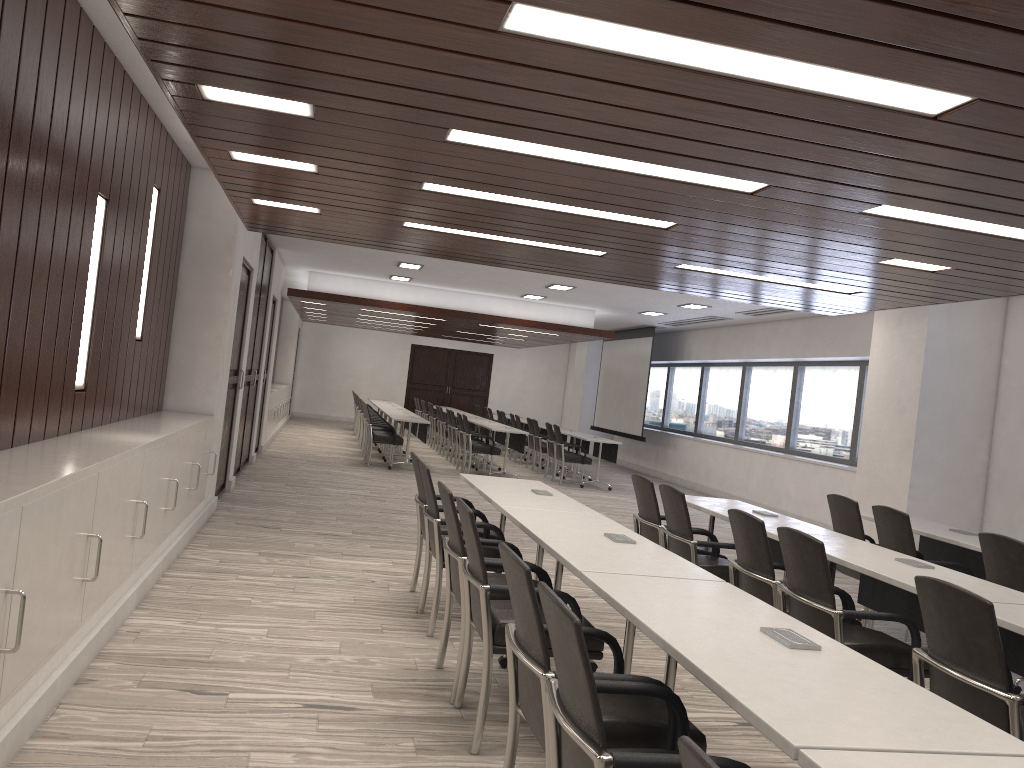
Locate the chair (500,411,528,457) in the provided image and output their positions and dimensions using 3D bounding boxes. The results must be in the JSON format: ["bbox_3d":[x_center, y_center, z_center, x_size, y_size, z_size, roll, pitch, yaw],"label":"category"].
[{"bbox_3d":[0.036,1.066,18.642,0.638,0.939,0.513,7,0,-12],"label":"chair"}]

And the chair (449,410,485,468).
[{"bbox_3d":[-0.812,0.945,15.367,0.638,0.939,0.513,7,0,-12],"label":"chair"}]

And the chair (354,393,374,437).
[{"bbox_3d":[-3.210,0.692,19.531,0.638,0.939,0.513,7,0,-12],"label":"chair"}]

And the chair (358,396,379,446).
[{"bbox_3d":[-2.700,0.735,17.052,0.638,0.939,0.513,7,0,-11],"label":"chair"}]

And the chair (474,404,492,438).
[{"bbox_3d":[-0.680,1.005,22.137,0.638,0.939,0.513,7,0,-11],"label":"chair"}]

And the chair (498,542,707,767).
[{"bbox_3d":[0.232,0.985,2.698,0.638,0.939,0.513,7,0,-12],"label":"chair"}]

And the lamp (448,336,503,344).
[{"bbox_3d":[-0.911,-1.071,20.914,1.496,0.045,0.236,7,0,-12],"label":"lamp"}]

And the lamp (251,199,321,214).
[{"bbox_3d":[-1.542,-1.242,6.067,0.464,0.045,0.236,7,0,-12],"label":"lamp"}]

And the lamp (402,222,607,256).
[{"bbox_3d":[-0.037,-1.064,6.376,1.496,0.045,0.236,7,0,-12],"label":"lamp"}]

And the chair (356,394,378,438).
[{"bbox_3d":[-3.000,0.710,18.555,0.638,0.939,0.513,7,0,-12],"label":"chair"}]

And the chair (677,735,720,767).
[{"bbox_3d":[0.522,1.009,1.208,0.638,0.939,0.513,7,0,-12],"label":"chair"}]

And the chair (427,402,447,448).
[{"bbox_3d":[-1.527,0.885,18.864,0.638,0.939,0.513,7,0,-12],"label":"chair"}]

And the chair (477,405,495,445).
[{"bbox_3d":[-0.584,1.013,21.625,0.638,0.939,0.513,7,0,-11],"label":"chair"}]

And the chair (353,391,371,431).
[{"bbox_3d":[-3.506,0.667,21.022,0.638,0.939,0.513,7,0,-12],"label":"chair"}]

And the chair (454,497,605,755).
[{"bbox_3d":[0.035,0.968,3.673,0.638,0.939,0.513,7,0,-11],"label":"chair"}]

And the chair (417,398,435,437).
[{"bbox_3d":[-2.024,0.842,21.333,0.638,0.939,0.513,7,0,-11],"label":"chair"}]

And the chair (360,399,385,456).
[{"bbox_3d":[-2.399,0.761,15.585,0.638,0.939,0.513,7,0,-11],"label":"chair"}]

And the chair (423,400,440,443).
[{"bbox_3d":[-1.731,0.867,19.842,0.638,0.939,0.513,7,0,-12],"label":"chair"}]

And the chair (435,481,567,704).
[{"bbox_3d":[-0.084,0.958,4.179,0.638,0.939,0.513,7,0,-12],"label":"chair"}]

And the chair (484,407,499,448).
[{"bbox_3d":[-0.384,1.030,20.656,0.638,0.939,0.513,7,0,-11],"label":"chair"}]

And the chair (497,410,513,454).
[{"bbox_3d":[-0.063,1.058,19.158,0.638,0.939,0.513,7,0,-13],"label":"chair"}]

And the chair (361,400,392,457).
[{"bbox_3d":[-2.293,0.770,15.063,0.638,0.939,0.513,7,0,-12],"label":"chair"}]

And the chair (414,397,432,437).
[{"bbox_3d":[-2.143,0.832,21.838,0.638,0.939,0.513,7,0,-12],"label":"chair"}]

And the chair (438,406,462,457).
[{"bbox_3d":[-1.124,0.919,16.855,0.638,0.939,0.513,7,0,-11],"label":"chair"}]

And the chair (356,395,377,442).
[{"bbox_3d":[-2.911,0.717,18.038,0.638,0.939,0.513,7,0,-11],"label":"chair"}]

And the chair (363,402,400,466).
[{"bbox_3d":[-2.095,0.787,14.080,0.638,0.939,0.513,7,0,-12],"label":"chair"}]

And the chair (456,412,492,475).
[{"bbox_3d":[-0.628,0.961,14.393,0.638,0.939,0.513,7,0,-12],"label":"chair"}]

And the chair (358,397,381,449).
[{"bbox_3d":[-2.603,0.743,16.542,0.638,0.939,0.513,7,0,-11],"label":"chair"}]

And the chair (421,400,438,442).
[{"bbox_3d":[-1.827,0.859,20.353,0.638,0.939,0.513,7,0,-11],"label":"chair"}]

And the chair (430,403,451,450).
[{"bbox_3d":[-1.432,0.892,18.348,0.638,0.939,0.513,7,0,-12],"label":"chair"}]

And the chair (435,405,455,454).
[{"bbox_3d":[-1.230,0.909,17.361,0.638,0.939,0.513,7,0,-11],"label":"chair"}]

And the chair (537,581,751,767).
[{"bbox_3d":[0.338,0.994,2.177,0.638,0.939,0.513,7,0,-11],"label":"chair"}]

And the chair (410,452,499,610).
[{"bbox_3d":[-0.385,0.932,5.681,0.638,0.939,0.513,7,0,-12],"label":"chair"}]

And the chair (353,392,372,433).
[{"bbox_3d":[-3.316,0.683,20.046,0.638,0.939,0.513,7,0,-11],"label":"chair"}]

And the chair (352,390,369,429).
[{"bbox_3d":[-3.614,0.657,21.534,0.638,0.939,0.513,7,0,-11],"label":"chair"}]

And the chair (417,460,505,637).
[{"bbox_3d":[-0.278,0.941,5.162,0.638,0.939,0.513,7,0,-12],"label":"chair"}]

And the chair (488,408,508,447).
[{"bbox_3d":[-0.279,1.039,20.133,0.638,0.939,0.513,7,0,-12],"label":"chair"}]

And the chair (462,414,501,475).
[{"bbox_3d":[-0.510,0.971,13.874,0.638,0.939,0.513,7,0,-12],"label":"chair"}]

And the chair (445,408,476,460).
[{"bbox_3d":[-0.915,0.937,15.876,0.638,0.939,0.513,7,0,-12],"label":"chair"}]

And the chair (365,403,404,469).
[{"bbox_3d":[-1.982,0.797,13.570,0.638,0.939,0.513,7,0,-11],"label":"chair"}]
